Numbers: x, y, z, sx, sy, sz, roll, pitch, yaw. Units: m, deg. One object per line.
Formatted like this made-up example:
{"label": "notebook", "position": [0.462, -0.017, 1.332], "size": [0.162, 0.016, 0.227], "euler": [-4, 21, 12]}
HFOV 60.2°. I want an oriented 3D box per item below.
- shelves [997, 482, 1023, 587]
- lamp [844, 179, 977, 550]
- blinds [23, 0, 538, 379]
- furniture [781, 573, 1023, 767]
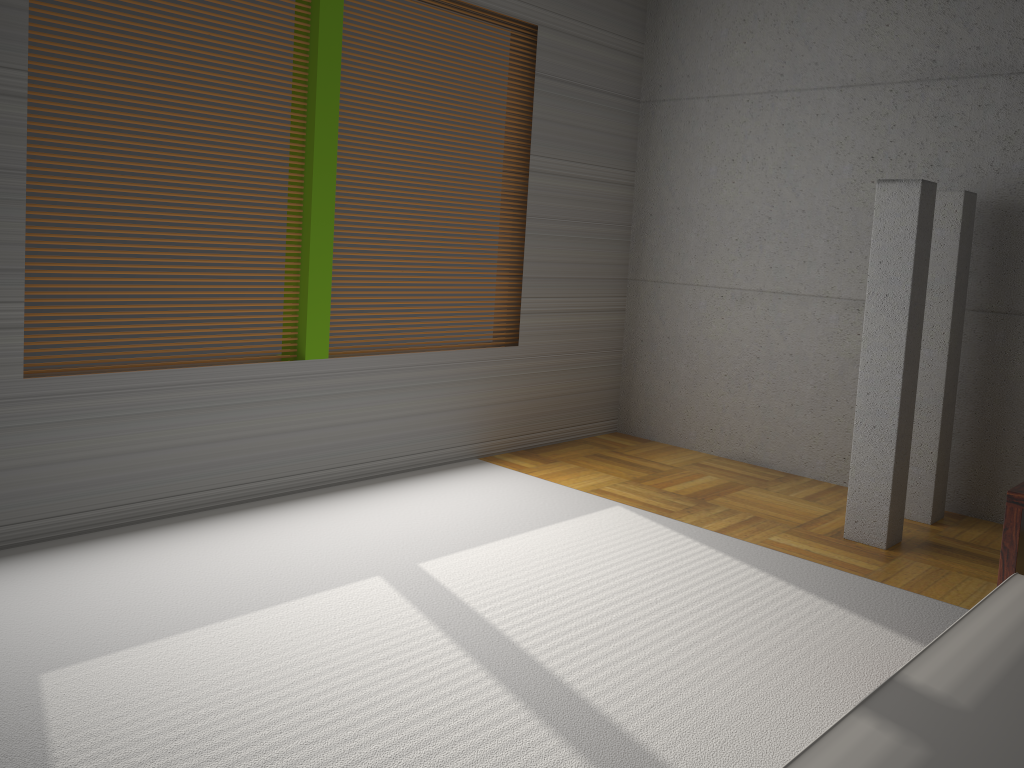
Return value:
{"label": "shelves", "position": [2.272, 0.802, 1.802], "size": [2.266, 0.710, 0.401], "euler": [12, 10, 43]}
{"label": "lamp", "position": [1.967, -0.119, 4.339], "size": [0.201, 1.680, 0.799], "euler": [8, 7, 43]}
{"label": "blinds", "position": [-1.006, -1.032, 4.323], "size": [0.012, 2.030, 3.539], "euler": [8, 9, 43]}
{"label": "furniture", "position": [1.571, 0.972, 1.099], "size": [2.183, 0.518, 1.616], "euler": [12, 12, 43]}
